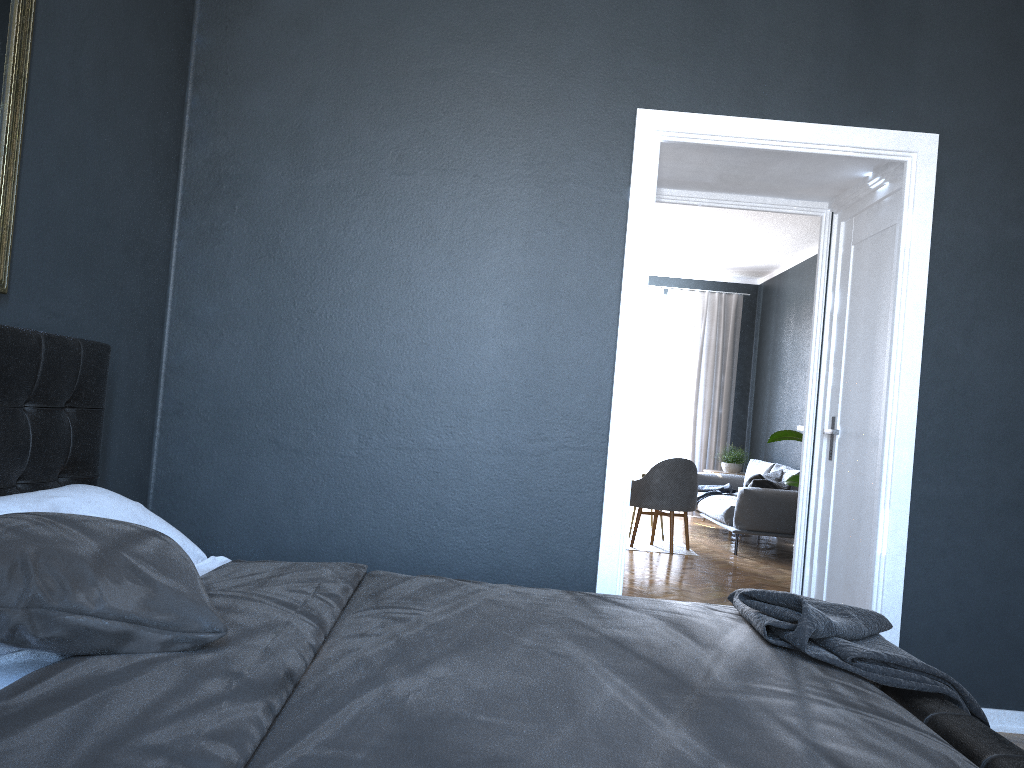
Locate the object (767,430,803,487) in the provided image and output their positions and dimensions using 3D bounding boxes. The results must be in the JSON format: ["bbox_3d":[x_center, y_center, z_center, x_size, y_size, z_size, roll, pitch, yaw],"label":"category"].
[{"bbox_3d":[2.233,0.492,5.435,1.118,1.898,0.764,5,-1,-6],"label":"object"}]

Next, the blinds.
[{"bbox_3d":[0.834,0.104,11.012,3.992,2.788,0.312,5,-1,0],"label":"blinds"}]

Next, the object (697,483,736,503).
[{"bbox_3d":[2.081,1.185,9.394,0.490,0.329,0.667,5,-2,5],"label":"object"}]

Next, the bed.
[{"bbox_3d":[-0.190,0.511,1.668,2.375,1.161,2.266,5,-2,0],"label":"bed"}]

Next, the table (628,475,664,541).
[{"bbox_3d":[1.277,1.190,8.610,0.339,0.549,0.788,5,-2,0],"label":"table"}]

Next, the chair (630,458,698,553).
[{"bbox_3d":[1.341,1.029,7.682,0.645,0.811,0.494,6,-1,-21],"label":"chair"}]

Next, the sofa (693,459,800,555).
[{"bbox_3d":[2.386,1.168,8.816,0.970,0.798,2.341,5,-2,0],"label":"sofa"}]

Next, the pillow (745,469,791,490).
[{"bbox_3d":[2.346,0.964,8.197,0.442,0.362,0.798,4,-2,18],"label":"pillow"}]

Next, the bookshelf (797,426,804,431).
[{"bbox_3d":[2.636,0.930,6.690,0.451,1.171,1.919,5,-2,0],"label":"bookshelf"}]

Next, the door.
[{"bbox_3d":[1.555,0.227,3.936,0.162,2.186,0.857,5,-1,0],"label":"door"}]

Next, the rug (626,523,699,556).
[{"bbox_3d":[1.081,1.443,8.471,1.003,0.013,2.012,5,-2,0],"label":"rug"}]

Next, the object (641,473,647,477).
[{"bbox_3d":[1.330,0.909,8.750,0.103,0.033,0.369,5,-2,11],"label":"object"}]
